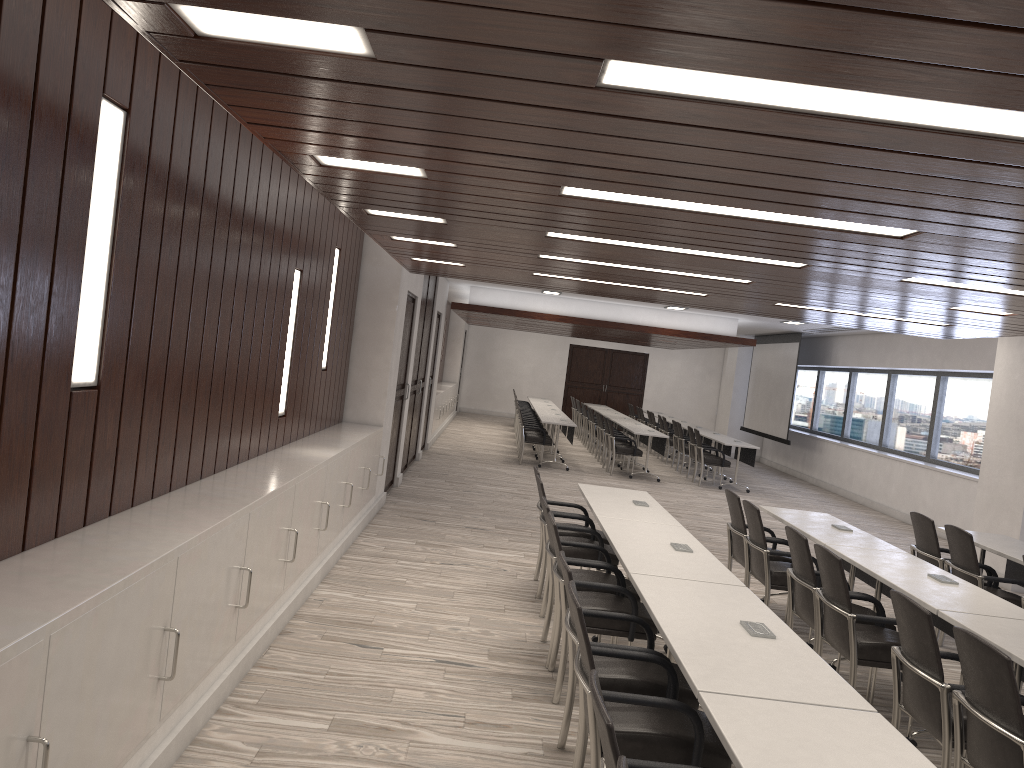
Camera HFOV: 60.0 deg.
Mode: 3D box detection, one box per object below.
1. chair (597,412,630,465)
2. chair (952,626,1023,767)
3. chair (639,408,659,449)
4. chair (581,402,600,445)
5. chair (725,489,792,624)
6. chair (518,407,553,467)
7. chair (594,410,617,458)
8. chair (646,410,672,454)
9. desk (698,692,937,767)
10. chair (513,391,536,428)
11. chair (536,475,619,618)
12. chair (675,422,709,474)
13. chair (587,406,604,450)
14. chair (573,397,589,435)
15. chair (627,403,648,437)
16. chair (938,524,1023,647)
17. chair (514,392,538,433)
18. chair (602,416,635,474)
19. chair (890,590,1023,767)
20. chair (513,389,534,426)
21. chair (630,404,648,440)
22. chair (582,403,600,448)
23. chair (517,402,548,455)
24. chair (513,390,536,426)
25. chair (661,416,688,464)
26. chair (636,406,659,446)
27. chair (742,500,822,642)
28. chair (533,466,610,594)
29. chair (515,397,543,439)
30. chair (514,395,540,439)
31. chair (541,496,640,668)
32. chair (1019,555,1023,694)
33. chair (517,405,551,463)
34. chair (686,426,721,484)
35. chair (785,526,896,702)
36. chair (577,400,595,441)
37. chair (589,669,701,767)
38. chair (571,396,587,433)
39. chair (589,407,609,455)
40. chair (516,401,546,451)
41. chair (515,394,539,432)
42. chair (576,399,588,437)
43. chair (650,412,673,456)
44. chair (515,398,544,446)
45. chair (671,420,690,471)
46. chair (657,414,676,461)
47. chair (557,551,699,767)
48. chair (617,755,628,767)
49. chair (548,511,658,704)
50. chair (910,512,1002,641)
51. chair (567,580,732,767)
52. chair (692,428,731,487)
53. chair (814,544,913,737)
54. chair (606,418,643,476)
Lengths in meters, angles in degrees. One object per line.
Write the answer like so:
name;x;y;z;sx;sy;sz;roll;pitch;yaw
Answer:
chair;1.857;1.024;16.462;0.638;0.939;0.513;7;2;-2
chair;1.976;1.437;3.324;0.638;0.939;0.513;7;2;-2
chair;3.289;1.062;21.040;0.638;0.939;0.513;7;2;-1
chair;1.823;0.912;20.030;0.638;0.939;0.513;7;2;-1
chair;1.938;1.324;6.893;0.638;0.939;0.513;7;2;-2
chair;0.366;0.888;14.920;0.638;0.939;0.513;7;2;0
chair;1.853;1.008;16.982;0.638;0.939;0.513;7;2;-1
chair;3.315;1.095;20.042;0.638;0.939;0.513;7;2;-2
desk;0.833;1.407;2.048;0.577;0.795;1.509;7;2;-1
chair;0.294;0.679;21.529;0.638;0.939;0.513;7;2;0
chair;0.432;1.156;6.344;0.638;0.939;0.513;7;2;-1
chair;3.328;1.205;16.486;0.638;0.939;0.513;7;2;0
chair;1.827;0.959;18.499;0.638;0.939;0.513;7;2;0
chair;1.807;0.834;22.548;0.638;0.939;0.513;7;2;0
chair;3.279;0.999;23.083;0.638;0.939;0.513;7;2;0
chair;3.435;1.524;6.386;0.638;0.939;0.513;7;2;-1
chair;0.299;0.695;21.003;0.638;0.939;0.513;7;2;-1
chair;1.851;1.054;15.472;0.638;0.939;0.513;7;2;-1
chair;1.953;1.418;3.854;0.638;0.939;0.513;7;2;0
chair;0.286;0.632;23.046;0.638;0.939;0.513;7;2;0
chair;3.275;1.014;22.562;0.638;0.939;0.513;7;2;0
chair;1.818;0.927;19.506;0.638;0.939;0.513;7;2;-1
chair;0.346;0.839;16.444;0.638;0.939;0.513;7;2;-1
chair;0.294;0.649;22.523;0.638;0.939;0.513;7;2;-1
chair;3.316;1.157;17.998;0.638;0.939;0.513;7;2;0
chair;3.286;1.045;21.573;0.638;0.939;0.513;7;2;-1
chair;1.940;1.340;6.366;0.638;0.939;0.513;7;2;-1
chair;0.427;1.139;6.874;0.638;0.939;0.513;7;2;-1
chair;0.326;0.775;18.474;0.638;0.939;0.513;7;2;-1
chair;0.308;0.742;19.481;0.638;0.939;0.513;7;2;0
chair;0.436;1.186;5.343;0.638;0.939;0.513;7;2;-2
chair;3.439;1.554;5.390;0.638;0.939;0.513;7;2;0
chair;0.353;0.870;15.442;0.638;0.939;0.513;7;2;-1
chair;3.338;1.236;15.484;0.638;0.939;0.513;7;2;-1
chair;1.943;1.371;5.363;0.638;0.939;0.513;7;2;-1
chair;1.810;0.880;21.029;0.638;0.939;0.513;7;2;-1
chair;0.462;1.281;2.312;0.638;0.939;0.513;7;2;-1
chair;1.786;0.816;23.066;0.638;0.939;0.513;7;2;-2
chair;1.835;0.976;17.982;0.638;0.939;0.513;7;2;0
chair;0.342;0.822;16.977;0.638;0.939;0.513;7;2;0
chair;0.319;0.728;20.006;0.638;0.939;0.513;7;2;-2
chair;1.812;0.865;21.549;0.638;0.939;0.513;7;2;0
chair;3.313;1.111;19.517;0.638;0.939;0.513;7;2;-1
chair;0.324;0.791;17.955;0.638;0.939;0.513;7;2;0
chair;3.341;1.190;17.008;0.638;0.939;0.513;7;2;-2
chair;3.313;1.141;18.523;0.638;0.939;0.513;7;2;0
chair;0.462;1.235;3.829;0.638;0.939;0.513;7;2;-2
chair;0.474;1.299;1.777;0.638;0.939;0.513;7;2;-1
chair;0.455;1.204;4.823;0.638;0.939;0.513;7;2;0
chair;3.414;1.505;6.907;0.638;0.939;0.513;7;2;-1
chair;0.467;1.252;3.298;0.638;0.939;0.513;7;2;0
chair;3.342;1.252;14.962;0.638;0.939;0.513;7;2;0
chair;1.945;1.387;4.840;0.638;0.939;0.513;7;2;-1
chair;1.868;1.072;14.939;0.638;0.939;0.513;7;2;-1
